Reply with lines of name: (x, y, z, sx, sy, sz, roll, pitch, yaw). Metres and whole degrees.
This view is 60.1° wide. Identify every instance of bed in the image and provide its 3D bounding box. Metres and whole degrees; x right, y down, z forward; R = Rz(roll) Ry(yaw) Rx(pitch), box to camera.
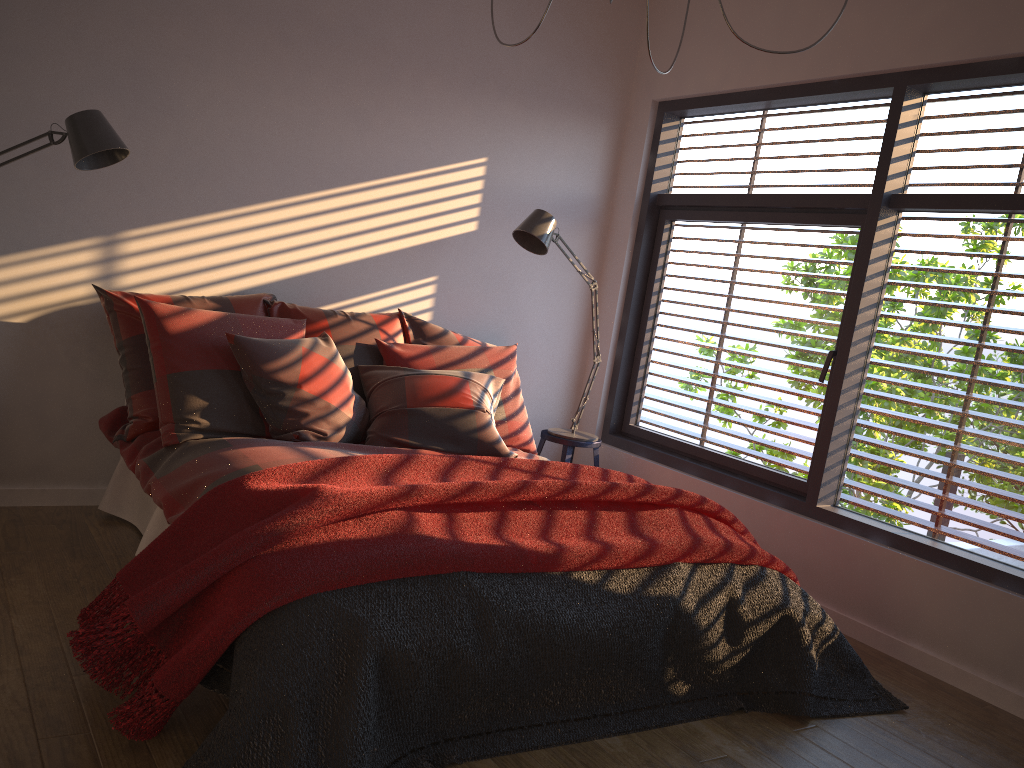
bed: (-0.322, 0.436, 3.429, 2.039, 0.776, 2.293, 4, 8, -35)

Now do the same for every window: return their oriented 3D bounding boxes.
window: (1.456, -0.378, 4.053, 0.170, 1.956, 2.613, 2, 10, -34)

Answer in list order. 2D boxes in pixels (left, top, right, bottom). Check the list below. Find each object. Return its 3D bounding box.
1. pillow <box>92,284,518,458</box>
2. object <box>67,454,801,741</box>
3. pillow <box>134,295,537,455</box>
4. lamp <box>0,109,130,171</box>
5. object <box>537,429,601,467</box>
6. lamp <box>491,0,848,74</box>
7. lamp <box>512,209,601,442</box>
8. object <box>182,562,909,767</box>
pillow: (-0.605, 0.048, 3.884, 2.145, 0.739, 1.134, 4, 9, -36)
object: (0.004, 0.616, 2.887, 2.649, 0.665, 0.676, 5, 9, -33)
pillow: (-0.685, 0.009, 3.861, 1.817, 0.556, 0.523, 5, 9, -33)
lamp: (-1.813, -0.446, 3.177, 0.787, 1.136, 0.277, 10, 9, 6)
object: (0.285, 0.518, 4.863, 0.338, 0.484, 0.339, 3, 10, -36)
lamp: (0.299, -1.351, 1.928, 1.102, 1.087, 1.235, 4, 9, -34)
lamp: (0.227, -0.282, 4.562, 0.789, 1.136, 0.277, 1, 12, -42)
object: (0.107, 0.673, 2.797, 2.510, 0.572, 1.112, 5, 8, -34)
